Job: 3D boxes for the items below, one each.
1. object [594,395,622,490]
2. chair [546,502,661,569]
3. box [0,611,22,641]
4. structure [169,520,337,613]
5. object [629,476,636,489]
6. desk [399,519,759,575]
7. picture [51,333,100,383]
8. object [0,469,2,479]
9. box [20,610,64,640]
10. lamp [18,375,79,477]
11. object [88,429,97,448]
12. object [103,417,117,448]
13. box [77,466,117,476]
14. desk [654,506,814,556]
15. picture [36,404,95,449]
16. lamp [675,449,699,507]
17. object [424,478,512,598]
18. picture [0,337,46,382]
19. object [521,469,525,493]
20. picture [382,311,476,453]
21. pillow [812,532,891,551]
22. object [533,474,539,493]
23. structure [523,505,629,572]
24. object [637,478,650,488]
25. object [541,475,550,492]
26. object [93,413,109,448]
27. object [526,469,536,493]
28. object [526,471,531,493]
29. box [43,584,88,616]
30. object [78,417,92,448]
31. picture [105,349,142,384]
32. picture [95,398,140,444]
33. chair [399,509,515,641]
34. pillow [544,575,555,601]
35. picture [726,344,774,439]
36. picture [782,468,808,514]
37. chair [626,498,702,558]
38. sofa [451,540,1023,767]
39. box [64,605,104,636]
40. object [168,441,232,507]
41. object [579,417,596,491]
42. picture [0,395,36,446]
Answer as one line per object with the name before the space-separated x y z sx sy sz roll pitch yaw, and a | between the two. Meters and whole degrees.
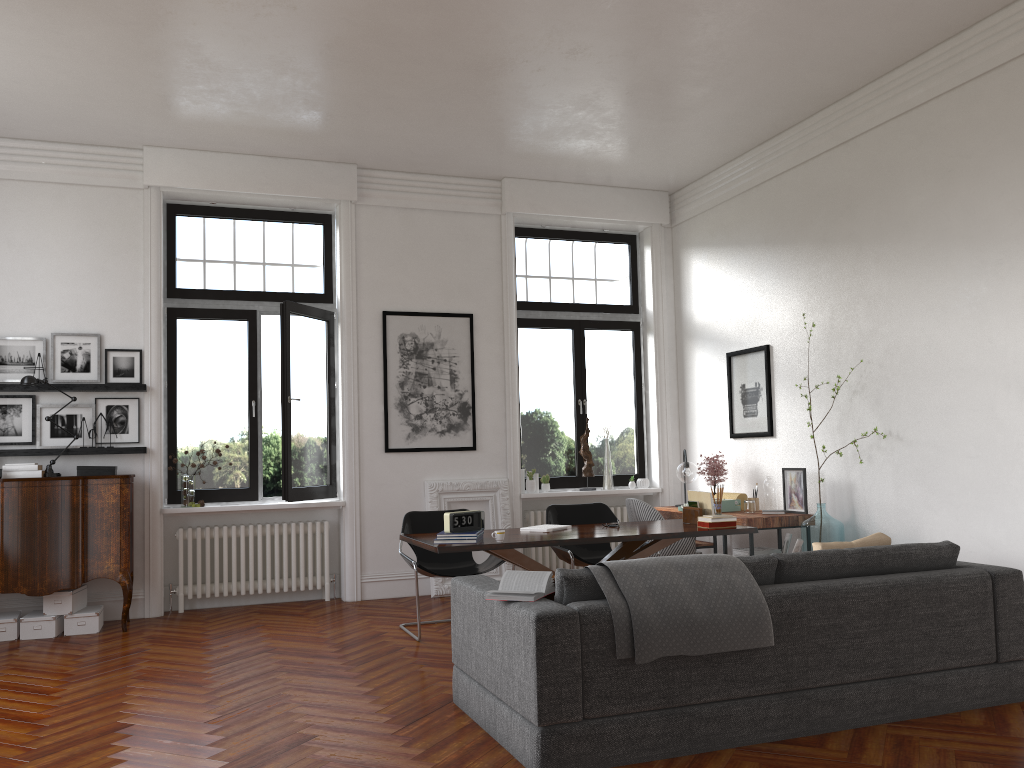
object | 1.026 0.561 9.107 0.296 1.052 0.290 0 -4 -17
chair | 0.660 1.390 6.957 0.752 0.871 0.746 0 -4 -20
box | -3.874 1.856 6.763 0.209 0.176 0.395 0 -5 -25
structure | -2.312 1.650 7.980 1.453 0.777 0.225 0 -4 -20
object | 1.242 1.017 9.172 0.072 0.134 0.072 -2 -4 5
desk | 0.446 1.378 6.030 2.226 0.750 1.031 0 -5 -20
picture | -3.624 -0.217 7.365 0.369 0.408 0.020 0 -4 -20
object | -3.876 0.677 6.656 0.091 0.077 0.091 -5 -6 43
box | -3.603 1.854 6.829 0.245 0.176 0.395 0 -5 -15
lamp | -3.672 0.342 7.047 0.174 0.801 0.491 -4 -4 34
object | -3.450 0.450 7.291 0.066 0.160 0.040 0 -4 -20
object | -3.351 0.405 7.398 0.110 0.261 0.040 0 -4 -20
box | -3.346 0.701 7.155 0.282 0.086 0.209 0 -5 -20
desk | 1.815 1.494 7.781 0.647 0.756 1.801 0 -5 -20
picture | -3.674 0.351 7.308 0.434 0.364 0.020 0 -4 -20
lamp | 1.654 0.896 8.433 0.207 0.549 0.442 -2 -4 3
object | -0.385 1.435 8.343 0.830 1.061 0.234 0 -4 -20
picture | -4.028 -0.198 7.217 0.415 0.367 0.020 0 -4 -20
object | 0.101 0.967 8.830 0.051 0.238 0.051 -2 -4 15
picture | -0.778 -0.021 8.399 0.883 1.321 0.035 0 -4 -20
pillow | 1.747 1.013 4.628 0.486 0.460 0.226 0 -4 -20
object | 0.241 0.988 8.833 0.051 0.188 0.051 -2 -4 15
structure | 0.763 1.661 9.097 1.453 0.777 0.225 0 -4 -20
object | 1.376 1.043 9.309 0.132 0.097 0.134 -5 -5 40
object | 0.341 0.994 8.921 0.097 0.185 0.099 -2 -4 3
object | -3.407 0.384 7.349 0.118 0.298 0.040 0 -4 -20
object | 0.186 0.955 8.748 0.102 0.244 0.098 2 -5 -42
object | 0.171 0.978 8.833 0.051 0.213 0.051 -2 -4 15
box | -3.481 1.683 6.917 0.209 0.176 0.395 -1 -4 -10
object | -3.525 0.402 7.296 0.124 0.260 0.040 0 -4 -20
picture | -3.279 -0.143 7.486 0.289 0.303 0.020 0 -4 -20
picture | -3.313 0.308 7.445 0.343 0.384 0.020 0 -4 -20
chair | -0.445 1.386 6.555 0.752 0.871 0.746 0 -4 -20
pillow | 0.259 1.044 4.186 0.470 0.396 0.330 -3 -4 17
picture | 2.176 0.083 8.116 0.050 0.815 0.635 0 -4 -20
picture | 2.311 0.872 7.247 0.023 0.369 0.283 0 -4 -20
chair | 1.264 1.417 7.567 0.547 0.898 0.717 0 -4 -27
sofa | 1.123 1.248 4.558 2.645 0.828 1.264 0 -5 -20
box | -3.353 1.858 6.952 0.245 0.176 0.395 0 -5 -20
object | -2.717 0.779 7.816 0.317 0.598 0.542 -5 -5 41
object | 0.760 0.712 9.027 0.165 0.752 0.143 -3 -4 22
picture | -4.064 0.293 7.170 0.373 0.406 0.020 0 -4 -20
